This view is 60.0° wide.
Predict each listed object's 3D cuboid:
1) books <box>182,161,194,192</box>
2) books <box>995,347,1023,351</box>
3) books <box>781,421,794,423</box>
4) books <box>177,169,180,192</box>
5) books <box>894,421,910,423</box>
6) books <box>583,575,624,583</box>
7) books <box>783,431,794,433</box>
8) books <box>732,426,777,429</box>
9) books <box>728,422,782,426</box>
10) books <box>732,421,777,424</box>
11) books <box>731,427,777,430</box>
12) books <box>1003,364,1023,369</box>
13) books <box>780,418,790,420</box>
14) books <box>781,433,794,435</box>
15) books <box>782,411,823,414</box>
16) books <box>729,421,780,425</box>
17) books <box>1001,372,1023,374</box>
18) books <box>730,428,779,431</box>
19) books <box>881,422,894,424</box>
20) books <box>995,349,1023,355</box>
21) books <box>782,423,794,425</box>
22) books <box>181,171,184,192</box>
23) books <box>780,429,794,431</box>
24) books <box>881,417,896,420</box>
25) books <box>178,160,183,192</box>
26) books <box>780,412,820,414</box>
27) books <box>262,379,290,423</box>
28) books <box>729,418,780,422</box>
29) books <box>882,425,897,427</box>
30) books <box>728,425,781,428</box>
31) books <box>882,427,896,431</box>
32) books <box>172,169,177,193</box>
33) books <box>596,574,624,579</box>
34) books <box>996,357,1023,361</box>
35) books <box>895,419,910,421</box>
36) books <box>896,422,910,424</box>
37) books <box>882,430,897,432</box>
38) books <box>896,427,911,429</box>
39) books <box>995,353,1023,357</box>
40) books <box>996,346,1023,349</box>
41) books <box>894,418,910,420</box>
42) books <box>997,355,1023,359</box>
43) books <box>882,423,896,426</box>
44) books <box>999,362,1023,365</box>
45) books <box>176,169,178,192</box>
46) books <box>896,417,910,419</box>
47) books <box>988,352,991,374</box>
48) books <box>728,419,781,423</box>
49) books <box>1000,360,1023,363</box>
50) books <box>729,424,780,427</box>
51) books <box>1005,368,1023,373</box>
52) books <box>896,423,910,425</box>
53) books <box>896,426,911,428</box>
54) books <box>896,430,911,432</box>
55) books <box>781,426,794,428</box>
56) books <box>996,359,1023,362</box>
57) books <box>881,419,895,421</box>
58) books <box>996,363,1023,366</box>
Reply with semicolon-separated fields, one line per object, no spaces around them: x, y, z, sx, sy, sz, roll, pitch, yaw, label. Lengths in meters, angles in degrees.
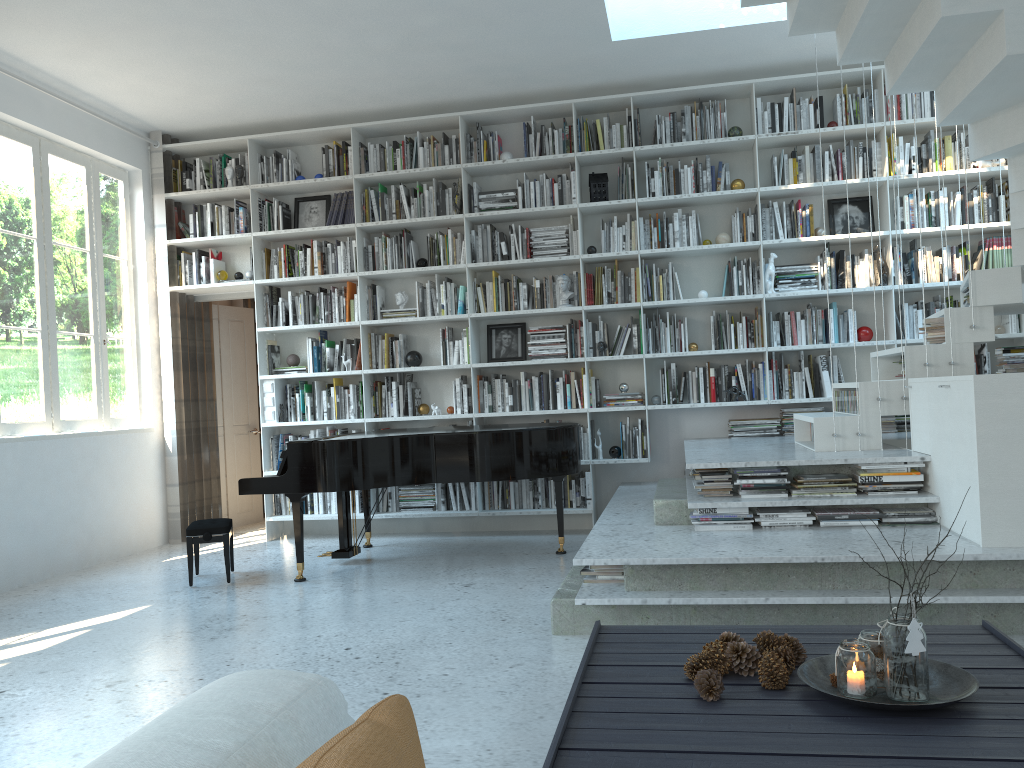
-2.584;-1.632;7.125;0.025;0.269;0.177;-3;0;11;books
3.205;-0.225;5.610;0.228;0.011;0.159;-3;-1;10;books
2.056;0.261;6.282;0.285;0.007;0.159;-3;-1;12;books
-2.642;-1.606;7.148;0.023;0.223;0.151;-3;0;11;books
2.805;0.252;6.142;0.359;0.009;0.201;-3;-1;10;books
0.425;0.861;3.978;0.184;0.017;0.230;-3;-1;13;books
2.059;0.336;6.284;0.254;0.007;0.161;-3;-1;11;books
1.729;0.306;6.334;0.308;0.008;0.195;-3;-1;16;books
1.728;0.284;6.333;0.345;0.007;0.193;-3;-1;6;books
1.729;0.269;6.342;0.308;0.008;0.195;-3;-1;13;books
1.730;0.314;6.347;0.308;0.008;0.195;-3;-1;11;books
3.170;-0.113;5.419;0.267;0.026;0.161;-3;-1;16;books
2.052;0.242;6.280;0.285;0.005;0.159;-3;-1;9;books
2.060;0.350;6.284;0.285;0.007;0.159;-3;-1;11;books
2.052;0.199;6.273;0.254;0.006;0.161;-3;-1;6;books
1.730;0.277;6.342;0.346;0.007;0.193;-3;-1;13;books
3.173;-0.069;5.425;0.278;0.012;0.177;-3;-1;15;books
1.728;0.322;6.334;0.308;0.008;0.195;-3;-1;6;books
2.553;0.266;6.146;0.149;0.013;0.209;-3;-1;14;books
3.208;-0.207;5.623;0.232;0.025;0.123;-3;-1;8;books
2.055;0.274;6.272;0.285;0.007;0.159;-3;-1;6;books
-2.605;-1.594;7.135;0.024;0.195;0.167;-3;-1;11;books
2.057;0.323;6.275;0.285;0.007;0.159;-3;-1;7;books
2.549;0.238;6.147;0.165;0.014;0.235;-3;-1;11;books
-2.627;-1.638;7.135;0.014;0.286;0.175;-3;0;11;books
2.053;0.204;6.277;0.285;0.005;0.159;-3;-1;8;books
-1.847;0.133;6.969;0.106;0.340;0.307;-3;-1;11;books
1.728;0.254;6.342;0.346;0.007;0.193;-3;-1;13;books
2.541;0.289;6.149;0.168;0.008;0.281;-3;-1;7;books
1.730;0.299;6.339;0.345;0.007;0.193;-3;-1;8;books
2.552;0.305;6.147;0.160;0.025;0.244;-3;-1;10;books
-2.685;-1.602;7.144;0.014;0.219;0.188;-3;-1;11;books
0.454;0.844;3.973;0.132;0.014;0.205;-3;-1;11;books
3.210;-0.162;5.621;0.215;0.011;0.121;-3;-1;6;books
2.805;0.243;6.136;0.354;0.009;0.198;-3;-1;8;books
2.805;0.261;6.138;0.320;0.009;0.203;-3;-1;9;books
2.560;0.321;6.145;0.131;0.008;0.292;-3;-1;7;books
2.805;0.297;6.129;0.359;0.009;0.201;-3;-1;6;books
3.207;-0.188;5.611;0.235;0.014;0.155;-3;-1;12;books
3.204;-0.234;5.605;0.231;0.006;0.152;-3;-1;16;books
2.804;0.235;6.133;0.315;0.009;0.199;-3;-1;15;books
3.208;-0.174;5.616;0.206;0.014;0.150;-3;-1;11;books
2.540;0.279;6.149;0.183;0.012;0.206;-3;-1;10;books
3.210;-0.133;5.610;0.192;0.008;0.160;-3;-1;11;books
-2.663;-1.607;7.162;0.024;0.228;0.130;-3;0;11;books
2.804;0.226;6.136;0.354;0.009;0.198;-3;-1;14;books
3.198;-0.086;5.997;0.027;0.254;0.147;-3;0;11;books
1.729;0.262;6.342;0.345;0.007;0.193;-3;-1;9;books
3.211;-0.142;5.622;0.182;0.011;0.131;-3;-1;9;books
1.730;0.291;6.342;0.346;0.007;0.193;-3;-1;13;books
3.170;-0.088;5.414;0.234;0.025;0.157;-3;-1;7;books
2.806;0.270;6.141;0.320;0.009;0.203;-3;-1;10;books
2.807;0.288;6.141;0.359;0.009;0.201;-3;-1;12;books
2.808;0.316;6.141;0.320;0.009;0.203;-3;-1;10;books
2.059;0.302;6.279;0.285;0.007;0.159;-3;-1;13;books
3.210;-0.152;5.618;0.227;0.009;0.144;-3;-1;11;books
2.545;0.249;6.148;0.158;0.008;0.292;-3;-1;14;books
3.210;-0.126;5.612;0.232;0.006;0.137;-3;-1;6;books
